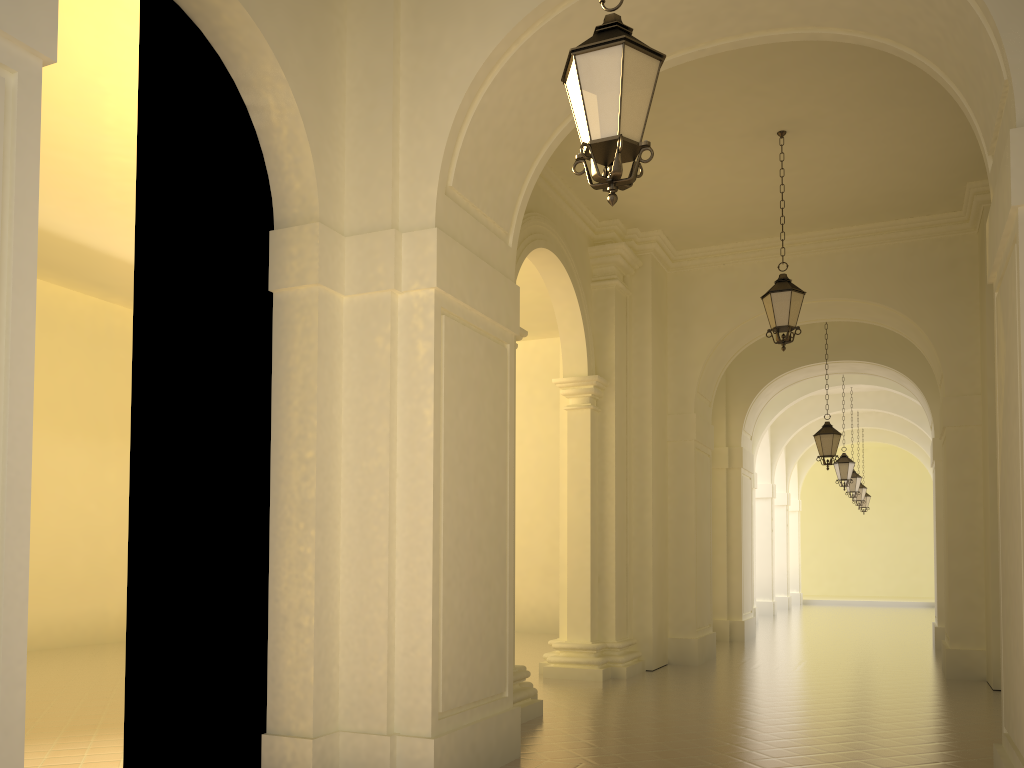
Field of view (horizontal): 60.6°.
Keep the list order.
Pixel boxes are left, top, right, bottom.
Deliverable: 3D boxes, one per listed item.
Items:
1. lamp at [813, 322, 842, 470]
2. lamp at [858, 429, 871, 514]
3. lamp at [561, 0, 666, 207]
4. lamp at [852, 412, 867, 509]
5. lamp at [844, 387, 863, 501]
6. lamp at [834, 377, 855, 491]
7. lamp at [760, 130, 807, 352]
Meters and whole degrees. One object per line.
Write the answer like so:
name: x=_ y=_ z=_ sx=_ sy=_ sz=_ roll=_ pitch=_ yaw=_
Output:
lamp: x=5.730 y=-0.069 z=15.937 sx=0.442 sy=3.284 sz=0.514 roll=0 pitch=-3 yaw=-6
lamp: x=12.465 y=2.994 z=31.072 sx=0.510 sy=3.284 sz=0.445 roll=-1 pitch=-3 yaw=24
lamp: x=0.471 y=-2.461 z=4.119 sx=0.442 sy=3.284 sz=0.514 roll=0 pitch=-3 yaw=-6
lamp: x=10.920 y=2.291 z=27.600 sx=0.510 sy=3.284 sz=0.445 roll=-1 pitch=-3 yaw=24
lamp: x=9.365 y=1.584 z=24.106 sx=0.510 sy=3.284 sz=0.445 roll=-1 pitch=-3 yaw=24
lamp: x=7.782 y=0.864 z=20.549 sx=0.510 sy=3.284 sz=0.445 roll=-1 pitch=-3 yaw=24
lamp: x=3.109 y=-1.641 z=10.061 sx=0.511 sy=2.546 sz=0.444 roll=2 pitch=-3 yaw=-36
